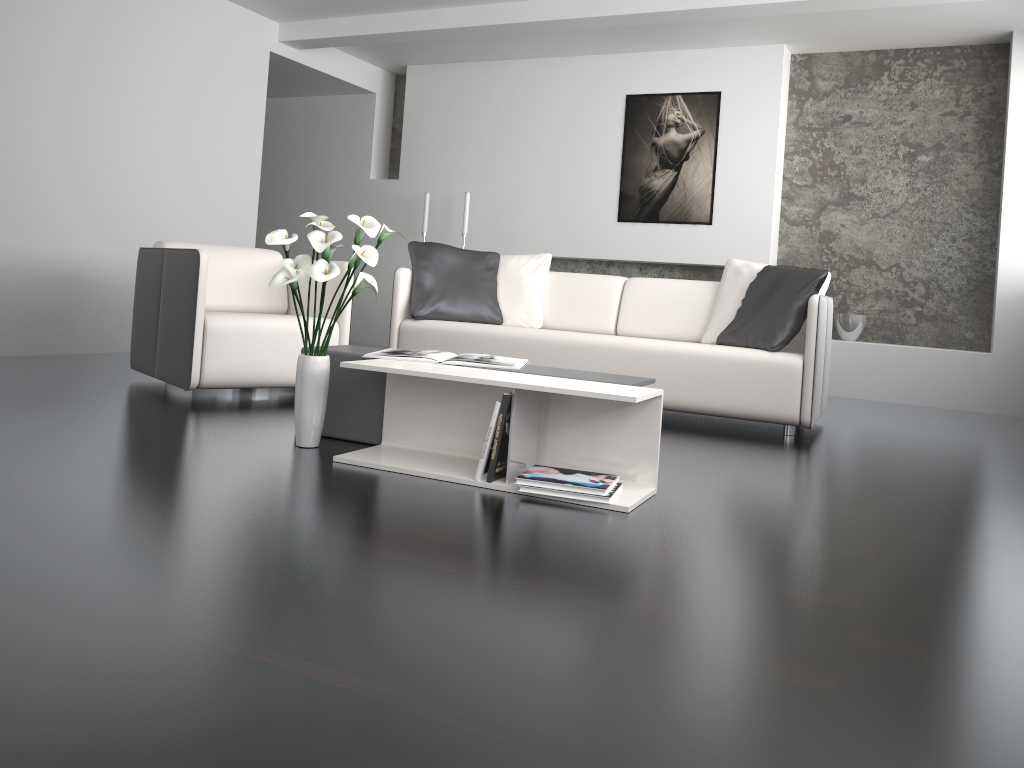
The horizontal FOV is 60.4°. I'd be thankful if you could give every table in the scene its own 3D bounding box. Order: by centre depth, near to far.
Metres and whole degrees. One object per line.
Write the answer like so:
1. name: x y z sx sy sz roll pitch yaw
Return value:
1. table: -0.053 0.130 2.723 0.972 0.314 0.298 7 3 24
2. table: -0.155 0.080 3.117 1.263 0.314 0.298 7 3 24

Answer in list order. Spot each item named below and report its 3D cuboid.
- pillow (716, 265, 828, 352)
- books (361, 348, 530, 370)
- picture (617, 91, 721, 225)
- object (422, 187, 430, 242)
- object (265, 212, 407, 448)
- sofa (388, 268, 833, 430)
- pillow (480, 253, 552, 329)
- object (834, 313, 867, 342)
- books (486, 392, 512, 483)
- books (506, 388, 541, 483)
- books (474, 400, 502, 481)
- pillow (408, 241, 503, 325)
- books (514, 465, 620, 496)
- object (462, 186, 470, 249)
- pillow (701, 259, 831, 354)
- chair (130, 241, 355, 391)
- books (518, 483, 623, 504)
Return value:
1. pillow: 1.293 -0.376 4.318 0.332 0.436 0.555 3 4 -19
2. books: -0.224 -0.095 3.156 0.549 0.017 0.360 5 6 6
3. picture: 1.195 -1.728 6.738 0.748 1.004 0.004 5 0 26
4. object: -0.761 -0.969 7.441 0.181 1.395 0.179 4 -1 26
5. object: -0.605 -0.174 2.920 0.378 0.797 0.447 4 1 9
6. sofa: 0.531 -0.272 4.811 2.247 0.660 0.919 7 4 24
7. pillow: -0.061 -0.545 5.193 0.586 0.499 0.323 5 2 15
8. object: 2.389 -0.398 6.234 0.216 0.190 0.215 5 3 20
9. books: 0.003 0.150 2.662 0.050 0.263 0.233 4 2 24
10. books: 0.037 0.142 2.668 0.007 0.284 0.205 4 1 24
11. books: -0.027 0.159 2.672 0.070 0.238 0.227 4 2 24
12. pillow: -0.311 -0.576 5.013 0.564 0.449 0.279 3 2 -20
13. books: 0.165 0.278 2.570 0.264 0.017 0.228 6 6 16
14. object: -0.407 -0.913 7.151 0.181 1.395 0.179 4 -1 26
15. pillow: 1.321 -0.400 4.592 0.590 0.507 0.298 6 2 30
16. chair: -1.350 -0.356 4.345 0.765 0.660 0.925 1 5 -39
17. books: 0.173 0.298 2.547 0.264 0.017 0.214 6 6 16
